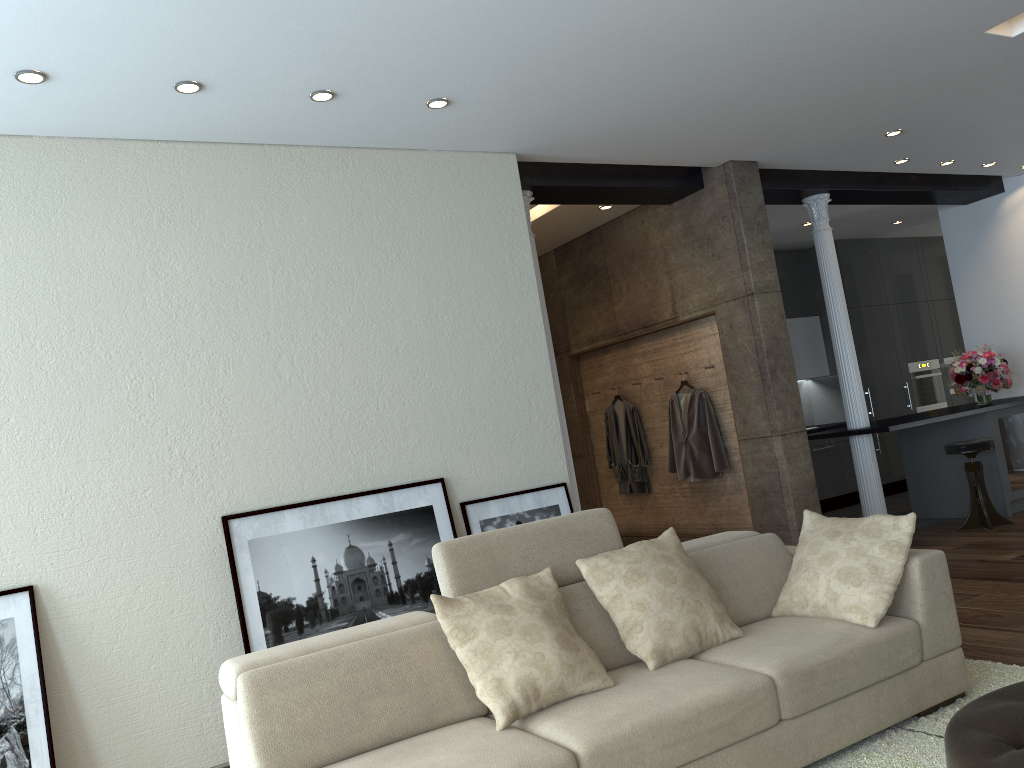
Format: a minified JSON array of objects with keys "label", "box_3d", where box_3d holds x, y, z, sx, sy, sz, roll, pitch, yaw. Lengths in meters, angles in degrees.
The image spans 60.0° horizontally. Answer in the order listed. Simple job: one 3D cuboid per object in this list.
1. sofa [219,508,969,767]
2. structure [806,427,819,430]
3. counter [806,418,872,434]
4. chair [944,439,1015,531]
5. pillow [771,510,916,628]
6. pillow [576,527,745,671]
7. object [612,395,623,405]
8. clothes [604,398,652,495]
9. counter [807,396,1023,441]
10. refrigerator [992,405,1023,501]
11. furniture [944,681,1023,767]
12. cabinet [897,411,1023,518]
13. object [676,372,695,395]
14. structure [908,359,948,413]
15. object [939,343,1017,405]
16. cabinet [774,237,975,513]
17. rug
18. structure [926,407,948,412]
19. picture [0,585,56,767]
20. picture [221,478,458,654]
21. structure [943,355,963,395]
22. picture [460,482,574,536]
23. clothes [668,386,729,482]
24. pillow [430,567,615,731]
[{"label":"sofa","box_3d":[0.368,0.955,3.211,2.581,0.950,1.021,-7,-5,-31]},{"label":"structure","box_3d":[2.870,0.563,9.745,0.900,0.066,0.520,-7,-5,-31]},{"label":"counter","box_3d":[2.350,0.739,9.467,3.597,0.223,0.807,-7,-5,-31]},{"label":"chair","box_3d":[4.723,0.557,3.922,16.134,0.952,21.556,-7,-5,-31]},{"label":"pillow","box_3d":[1.329,0.713,3.542,0.395,0.393,0.518,-7,-5,-34]},{"label":"pillow","box_3d":[0.558,0.803,3.361,0.534,0.439,0.301,-7,-5,-34]},{"label":"object","box_3d":[0.929,0.138,7.781,0.010,0.219,0.430,-7,-5,-31]},{"label":"clothes","box_3d":[0.977,0.549,7.751,0.141,0.855,0.569,-7,-5,-30]},{"label":"counter","box_3d":[4.204,0.223,8.114,3.700,0.040,1.000,-7,-5,-31]},{"label":"refrigerator","box_3d":[4.361,0.580,7.643,0.578,0.774,0.075,-7,-4,-27]},{"label":"furniture","box_3d":[1.593,0.959,2.040,1.057,0.355,1.057,-7,-4,-29]},{"label":"cabinet","box_3d":[4.132,0.702,7.995,0.642,0.897,0.900,-7,-5,-31]},{"label":"object","box_3d":[1.365,0.014,7.001,0.010,0.219,0.430,-7,-5,-31]},{"label":"structure","box_3d":[4.874,0.053,10.891,0.595,0.596,0.591,-7,-5,-31]},{"label":"object","box_3d":[4.258,-0.087,8.080,0.544,0.552,0.570,-7,-4,-24]},{"label":"cabinet","box_3d":[3.873,-0.149,10.475,7.409,2.980,0.827,-7,-5,-31]},{"label":"rug","box_3d":[0.881,1.230,1.559,4.231,0.020,2.972,-7,-5,-31]},{"label":"structure","box_3d":[4.970,0.645,10.850,0.595,0.596,0.591,-7,-5,-31]},{"label":"picture","box_3d":[-2.237,1.374,3.525,0.700,0.988,0.195,-7,-5,-31]},{"label":"picture","box_3d":[-0.741,1.119,4.411,1.183,1.140,0.225,-7,-5,-31]},{"label":"structure","box_3d":[5.464,-0.089,11.246,0.595,0.452,0.528,-7,-5,-31]},{"label":"picture","box_3d":[0.136,1.089,4.936,0.700,0.988,0.195,-7,-5,-31]},{"label":"clothes","box_3d":[1.408,0.400,6.976,0.173,0.735,0.700,-7,-5,-32]},{"label":"pillow","box_3d":[0.032,0.876,3.031,0.519,0.416,0.368,-6,-5,-35]}]
